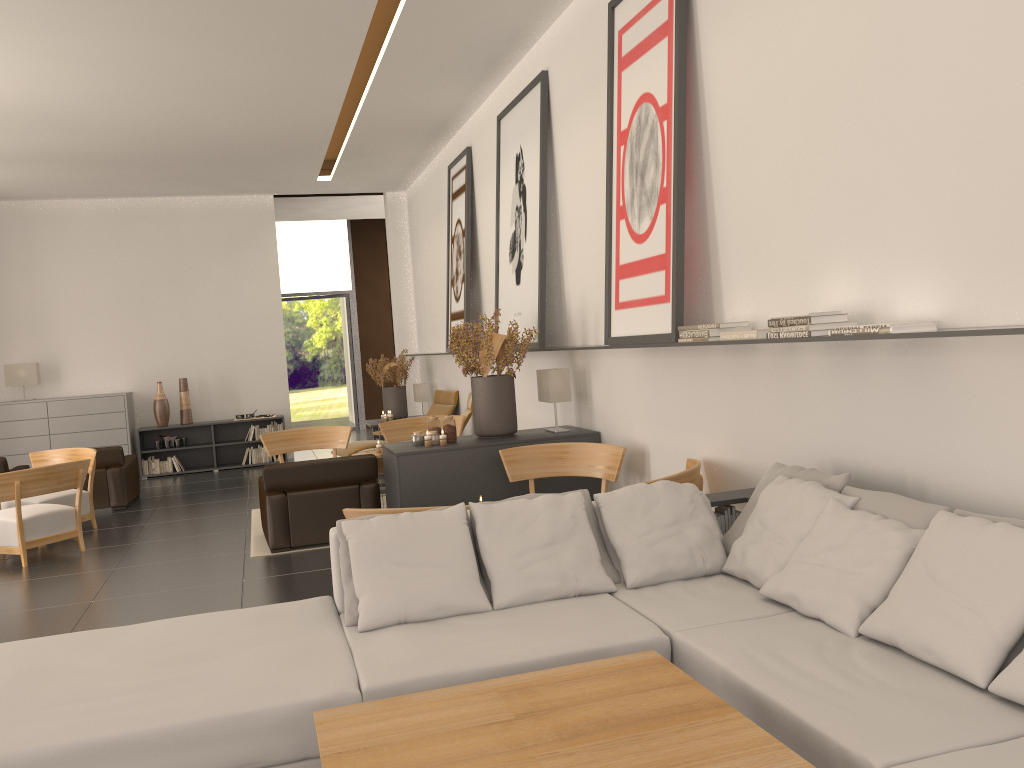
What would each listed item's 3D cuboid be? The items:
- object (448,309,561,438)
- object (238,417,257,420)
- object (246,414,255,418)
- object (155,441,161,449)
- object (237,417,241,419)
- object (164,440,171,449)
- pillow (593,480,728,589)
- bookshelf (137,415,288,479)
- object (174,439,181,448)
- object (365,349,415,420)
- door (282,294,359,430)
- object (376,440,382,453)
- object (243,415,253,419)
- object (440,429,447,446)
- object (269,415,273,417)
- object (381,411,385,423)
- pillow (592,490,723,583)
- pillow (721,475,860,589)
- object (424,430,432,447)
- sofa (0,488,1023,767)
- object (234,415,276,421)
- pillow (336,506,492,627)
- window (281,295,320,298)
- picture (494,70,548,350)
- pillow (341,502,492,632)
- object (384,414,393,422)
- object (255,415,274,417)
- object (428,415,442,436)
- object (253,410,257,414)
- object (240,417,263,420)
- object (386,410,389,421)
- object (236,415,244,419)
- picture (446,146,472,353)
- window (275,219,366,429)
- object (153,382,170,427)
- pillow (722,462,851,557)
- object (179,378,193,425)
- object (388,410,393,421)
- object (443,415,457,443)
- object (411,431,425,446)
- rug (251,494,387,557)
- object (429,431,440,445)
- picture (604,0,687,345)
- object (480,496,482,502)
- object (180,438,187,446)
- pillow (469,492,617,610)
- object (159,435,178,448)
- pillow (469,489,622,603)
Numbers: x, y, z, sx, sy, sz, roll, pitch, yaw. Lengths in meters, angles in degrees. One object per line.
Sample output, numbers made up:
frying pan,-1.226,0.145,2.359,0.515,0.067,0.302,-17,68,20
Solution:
object,-0.038,-0.157,10.738,1.422,1.553,1.437,-4,2,-4
object,-5.905,0.772,19.898,0.515,0.015,0.014,-5,2,-24
object,-5.971,0.726,20.233,0.188,0.082,0.188,-4,2,-2
object,-7.739,1.337,19.394,0.135,0.178,0.136,-5,2,-15
object,-6.163,0.774,19.963,0.112,0.040,0.034,-3,2,28
object,-7.526,1.322,19.378,0.135,0.178,0.136,-5,2,-15
pillow,1.007,0.976,5.934,0.797,0.580,0.625,-5,2,-15
bookshelf,-6.656,1.385,19.852,3.081,1.078,0.740,-5,2,-16
object,-7.335,1.304,19.462,0.135,0.178,0.136,-2,3,45
object,-2.692,0.019,19.716,0.927,1.553,1.588,-4,2,12
door,-6.119,-0.601,27.646,2.377,4.267,0.100,-4,2,-1
object,-1.961,0.920,13.058,0.076,0.187,0.076,-3,2,23
object,-5.988,0.752,19.968,0.292,0.058,0.086,-6,3,-29
object,-0.788,0.610,10.130,0.080,0.187,0.080,-4,2,-7
object,-5.423,0.719,19.991,0.112,0.040,0.034,-5,2,-27
object,-2.778,0.703,19.168,0.108,0.254,0.108,-3,2,38
pillow,1.042,1.017,6.097,0.918,0.510,0.615,-5,2,-14
pillow,1.682,0.929,5.516,0.587,0.596,0.819,-5,2,-15
object,-0.963,0.621,10.159,0.076,0.187,0.076,-4,2,1
sofa,0.110,1.581,3.470,5.527,1.204,5.605,-5,3,-16
object,-5.818,0.766,20.079,0.894,0.003,0.671,-5,3,-14
pillow,-0.634,1.124,5.597,0.919,0.577,0.549,-5,2,-16
window,-2.965,-3.950,22.007,99.159,20.571,48.635,-5,3,-16
picture,0.096,-2.225,12.221,0.385,3.491,2.193,-5,2,-16
pillow,-0.599,1.107,5.461,0.802,0.598,0.585,-5,2,-17
object,-2.656,0.730,19.089,0.207,0.187,0.111,-5,2,-29
object,-5.616,0.728,20.172,0.405,0.034,0.293,-3,3,32
object,-0.915,0.534,10.484,0.158,0.325,0.157,-5,2,-24
object,-5.938,0.671,20.275,0.086,0.151,0.262,-3,3,42
object,-5.829,0.767,19.880,0.515,0.015,0.014,-5,2,-18
object,-2.668,0.692,19.227,0.104,0.254,0.104,-3,2,34
object,-6.187,0.745,20.175,0.188,0.082,0.188,-2,3,34
picture,-0.966,-2.319,15.893,0.385,3.491,1.600,-5,2,-16
window,-9.780,-1.830,26.258,10.313,7.377,0.100,-5,2,-16
object,-7.668,0.445,19.383,0.326,0.991,0.327,-4,2,7
pillow,1.754,0.886,5.840,0.643,0.657,0.883,-5,2,-17
object,-7.277,0.383,19.725,0.262,1.025,0.262,-5,2,-13
object,-2.616,0.694,19.113,0.104,0.254,0.104,-3,2,34
object,-0.732,0.523,10.421,0.157,0.325,0.158,-3,2,21
object,-1.097,0.638,10.347,0.158,0.158,0.157,-6,3,-43
rug,-1.731,1.880,12.954,4.002,0.010,3.558,-5,3,-16
object,-0.914,0.627,10.284,0.158,0.158,0.157,-6,3,-43
picture,1.223,-2.126,8.321,0.385,3.491,1.600,-5,2,-16
object,-0.278,1.108,8.067,0.080,0.187,0.080,-3,2,38
object,-7.287,1.290,19.690,0.135,0.178,0.136,-5,2,-10
pillow,0.180,1.041,5.686,0.802,0.595,0.595,-5,2,-15
object,-7.582,1.251,19.579,0.413,0.309,0.142,-4,2,-1
pillow,0.205,1.051,5.836,0.919,0.591,0.557,-5,2,-16
